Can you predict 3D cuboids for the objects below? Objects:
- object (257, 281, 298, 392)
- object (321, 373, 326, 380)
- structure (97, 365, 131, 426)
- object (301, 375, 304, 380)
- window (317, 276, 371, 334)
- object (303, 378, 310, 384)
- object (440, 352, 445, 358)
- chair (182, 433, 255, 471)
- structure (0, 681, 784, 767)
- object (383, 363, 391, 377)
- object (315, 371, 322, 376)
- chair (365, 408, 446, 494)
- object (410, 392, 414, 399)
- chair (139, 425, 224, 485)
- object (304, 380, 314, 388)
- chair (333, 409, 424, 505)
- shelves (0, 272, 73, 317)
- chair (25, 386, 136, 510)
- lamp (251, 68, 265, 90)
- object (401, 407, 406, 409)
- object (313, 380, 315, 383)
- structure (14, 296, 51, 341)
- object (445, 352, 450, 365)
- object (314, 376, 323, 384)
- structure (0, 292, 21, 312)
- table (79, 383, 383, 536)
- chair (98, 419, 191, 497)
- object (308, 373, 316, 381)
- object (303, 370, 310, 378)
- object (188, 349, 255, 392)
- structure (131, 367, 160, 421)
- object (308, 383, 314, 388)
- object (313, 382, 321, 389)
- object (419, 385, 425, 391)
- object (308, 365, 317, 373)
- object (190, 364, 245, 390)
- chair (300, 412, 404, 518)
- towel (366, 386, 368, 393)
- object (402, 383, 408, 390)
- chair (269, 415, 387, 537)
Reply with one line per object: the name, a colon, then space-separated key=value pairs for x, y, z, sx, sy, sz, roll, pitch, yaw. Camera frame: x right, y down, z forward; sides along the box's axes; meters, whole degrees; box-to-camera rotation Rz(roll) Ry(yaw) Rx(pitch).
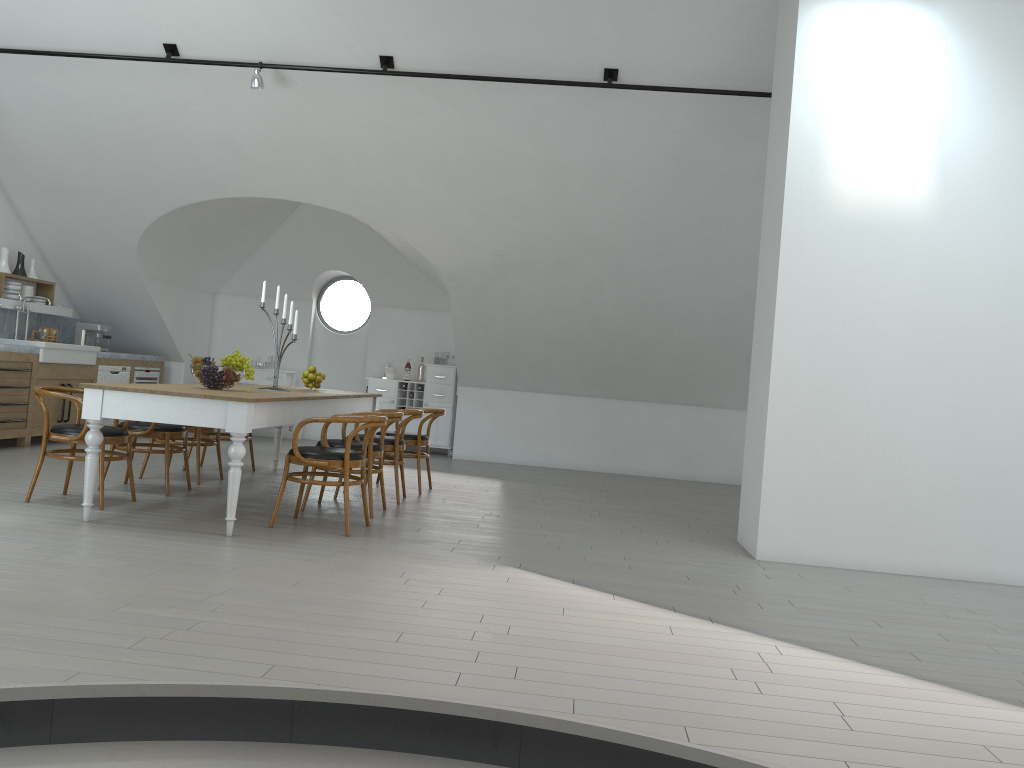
object: x=-1.815 y=-0.389 z=6.904 sx=0.265 sy=0.876 sz=0.775 roll=5 pitch=-1 yaw=-21
object: x=-1.670 y=-0.065 z=7.803 sx=0.063 sy=0.063 sz=0.062 roll=5 pitch=-1 yaw=-33
structure: x=-4.795 y=0.182 z=9.998 sx=0.598 sy=0.823 sz=0.723 roll=5 pitch=-1 yaw=5
object: x=-1.817 y=-0.057 z=7.779 sx=0.062 sy=0.059 sz=0.062 roll=5 pitch=-1 yaw=9
window: x=-2.279 y=-1.079 z=12.179 sx=0.900 sy=0.900 sz=0.060 roll=5 pitch=-2 yaw=5
object: x=-1.788 y=-0.029 z=7.701 sx=0.059 sy=0.056 sz=0.059 roll=5 pitch=-1 yaw=-1
object: x=-0.921 y=-0.331 z=11.656 sx=0.054 sy=0.179 sz=0.054 roll=5 pitch=-1 yaw=-1
chair: x=-2.641 y=0.411 z=7.960 sx=0.621 sy=0.735 sz=0.527 roll=5 pitch=-1 yaw=1
structure: x=-0.486 y=1.326 z=0.538 sx=4.702 sy=0.694 sz=4.714 roll=5 pitch=0 yaw=-40
object: x=-1.662 y=-0.189 z=11.804 sx=0.115 sy=0.209 sz=0.065 roll=5 pitch=-1 yaw=7
object: x=-1.695 y=-0.084 z=7.753 sx=0.058 sy=0.057 sz=0.053 roll=5 pitch=-1 yaw=19
chair: x=-0.916 y=0.559 z=7.770 sx=0.621 sy=0.735 sz=0.527 roll=5 pitch=-1 yaw=7
object: x=-1.281 y=0.149 z=11.537 sx=0.085 sy=0.085 sz=0.330 roll=5 pitch=0 yaw=4
chair: x=-2.707 y=0.407 z=7.240 sx=0.621 sy=0.735 sz=0.527 roll=5 pitch=-1 yaw=8
object: x=-1.781 y=-0.004 z=7.774 sx=0.080 sy=0.074 sz=0.078 roll=5 pitch=-1 yaw=-41
chair: x=-1.041 y=0.550 z=7.056 sx=0.621 sy=0.735 sz=0.527 roll=5 pitch=-1 yaw=0
shelves: x=-5.255 y=-1.466 z=7.593 sx=0.480 sy=1.362 sz=5.547 roll=5 pitch=0 yaw=-1
chair: x=-2.820 y=0.401 z=5.792 sx=0.621 sy=0.735 sz=0.527 roll=5 pitch=-1 yaw=5
lamp: x=-2.135 y=-2.569 z=7.462 sx=0.112 sy=0.175 sz=0.114 roll=6 pitch=-1 yaw=-33
object: x=-1.368 y=0.337 z=11.534 sx=0.156 sy=0.085 sz=0.331 roll=5 pitch=0 yaw=6
object: x=-1.726 y=-0.047 z=7.822 sx=0.076 sy=0.076 sz=0.077 roll=5 pitch=-1 yaw=-29
structure: x=-5.070 y=-0.656 z=9.397 sx=0.332 sy=0.530 sz=0.214 roll=5 pitch=-1 yaw=-15
object: x=-0.859 y=-0.329 z=11.670 sx=0.063 sy=0.187 sz=0.063 roll=5 pitch=-1 yaw=-9
object: x=-1.685 y=-0.038 z=7.722 sx=0.071 sy=0.072 sz=0.070 roll=5 pitch=-1 yaw=-31
structure: x=-5.108 y=-0.658 z=8.910 sx=0.332 sy=0.530 sz=0.214 roll=5 pitch=-1 yaw=-15
table: x=-1.888 y=0.443 z=6.713 sx=1.018 sy=0.799 sz=3.346 roll=5 pitch=0 yaw=4
chair: x=-2.704 y=0.409 z=6.510 sx=0.621 sy=0.735 sz=0.527 roll=5 pitch=-1 yaw=1
object: x=-1.733 y=-0.062 z=7.685 sx=0.071 sy=0.064 sz=0.072 roll=5 pitch=-1 yaw=-2
object: x=-1.792 y=-0.084 z=7.726 sx=0.066 sy=0.071 sz=0.072 roll=5 pitch=-1 yaw=-26
object: x=-1.940 y=-0.101 z=5.912 sx=0.393 sy=0.284 sz=0.292 roll=5 pitch=-1 yaw=-31
structure: x=-4.724 y=0.091 z=10.753 sx=0.631 sy=0.637 sz=0.632 roll=5 pitch=-1 yaw=5
object: x=-1.748 y=0.014 z=7.716 sx=0.050 sy=0.050 sz=0.051 roll=5 pitch=-1 yaw=8
object: x=-1.708 y=0.010 z=7.774 sx=0.063 sy=0.063 sz=0.064 roll=5 pitch=-1 yaw=16
object: x=-1.167 y=0.052 z=11.517 sx=0.087 sy=0.085 sz=0.359 roll=5 pitch=0 yaw=4
object: x=-1.745 y=-0.128 z=7.751 sx=0.072 sy=0.074 sz=0.072 roll=5 pitch=-1 yaw=5
object: x=-1.970 y=-0.041 z=5.926 sx=0.360 sy=0.160 sz=0.360 roll=5 pitch=0 yaw=-15
chair: x=-1.113 y=0.545 z=6.332 sx=0.621 sy=0.735 sz=0.527 roll=5 pitch=-1 yaw=5
towel: x=-1.897 y=0.112 z=11.688 sx=0.049 sy=0.204 sz=0.150 roll=5 pitch=-1 yaw=5
object: x=-1.372 y=0.030 z=11.542 sx=0.092 sy=0.094 sz=0.359 roll=5 pitch=0 yaw=5
chair: x=-1.129 y=0.546 z=5.604 sx=0.621 sy=0.735 sz=0.527 roll=5 pitch=-1 yaw=8
